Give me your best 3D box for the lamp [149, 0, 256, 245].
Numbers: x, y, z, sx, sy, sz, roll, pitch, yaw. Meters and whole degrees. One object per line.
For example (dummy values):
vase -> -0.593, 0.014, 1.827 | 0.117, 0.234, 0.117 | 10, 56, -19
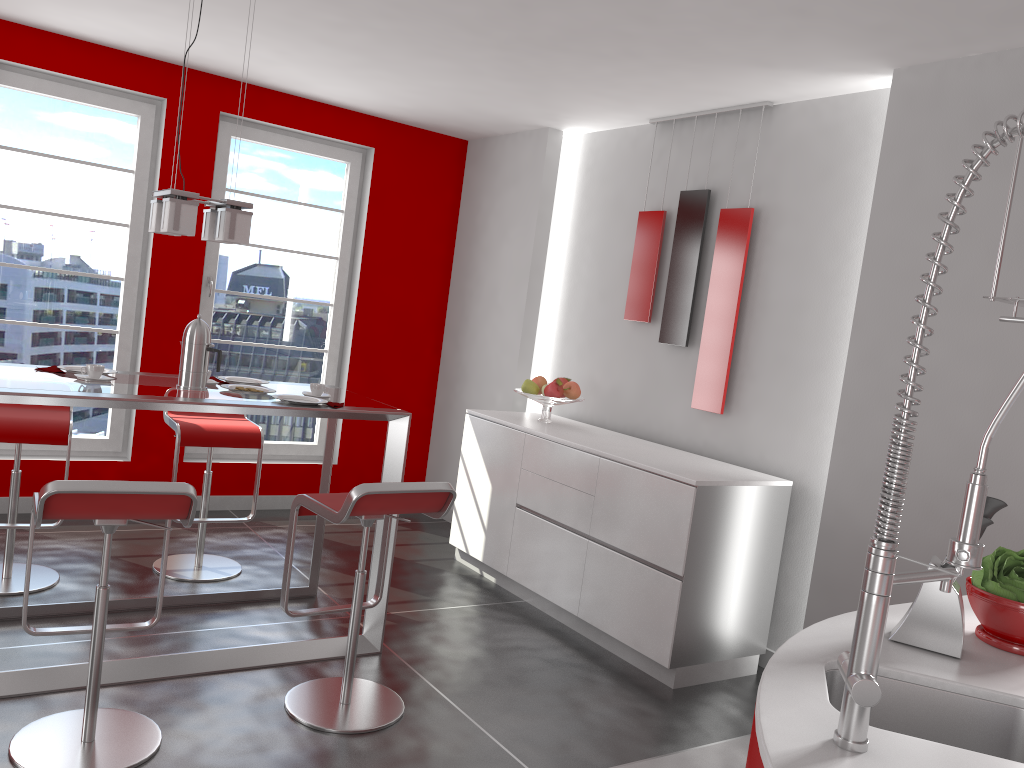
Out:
lamp -> -1.133, -1.064, 3.354 | 0.304, 1.025, 0.304 | 5, 5, -35

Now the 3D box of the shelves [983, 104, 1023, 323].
shelves -> 1.653, -0.595, 2.078 | 0.934, 1.023, 0.462 | 5, 5, -35

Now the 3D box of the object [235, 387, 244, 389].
object -> -1.089, 0.015, 3.549 | 0.034, 0.006, 0.036 | 6, 5, -23

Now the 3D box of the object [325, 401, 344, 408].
object -> -0.704, 0.076, 3.507 | 0.095, 0.012, 0.234 | 5, 5, -34

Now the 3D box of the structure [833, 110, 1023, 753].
structure -> 0.623, 0.089, 1.260 | 0.178, 0.920, 0.308 | 8, 4, 9

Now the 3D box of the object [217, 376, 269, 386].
object -> -1.159, -0.011, 3.825 | 0.217, 0.015, 0.217 | 10, 5, 31

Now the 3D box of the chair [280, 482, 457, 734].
chair -> -0.522, 0.717, 3.090 | 0.418, 0.857, 0.460 | 4, 6, -39

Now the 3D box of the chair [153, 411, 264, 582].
chair -> -1.508, 0.486, 4.371 | 0.418, 0.857, 0.460 | 5, 5, -32

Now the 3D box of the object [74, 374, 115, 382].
object -> -1.549, -0.021, 3.290 | 0.119, 0.016, 0.119 | 11, 5, 35

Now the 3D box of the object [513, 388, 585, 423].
object -> 0.196, 0.133, 4.923 | 0.398, 0.159, 0.398 | 9, 5, 15

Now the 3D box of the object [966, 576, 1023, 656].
object -> 1.099, 0.508, 1.918 | 0.228, 0.118, 0.229 | 10, 5, 26

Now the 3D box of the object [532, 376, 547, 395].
object -> 0.154, 0.007, 5.007 | 0.096, 0.105, 0.117 | 7, 4, -6

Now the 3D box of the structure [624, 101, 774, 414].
structure -> 0.898, -0.650, 4.584 | 0.040, 1.503, 0.820 | 5, 5, -35

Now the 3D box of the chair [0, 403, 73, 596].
chair -> -2.175, 0.434, 3.886 | 0.418, 0.857, 0.460 | 5, 5, -27

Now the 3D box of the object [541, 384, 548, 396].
object -> 0.207, 0.041, 4.944 | 0.086, 0.079, 0.084 | 7, 4, -7

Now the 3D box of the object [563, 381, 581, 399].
object -> 0.336, 0.036, 4.890 | 0.097, 0.101, 0.121 | 11, 5, 34

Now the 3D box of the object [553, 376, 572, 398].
object -> 0.276, 0.011, 5.001 | 0.117, 0.129, 0.150 | 9, 5, 13

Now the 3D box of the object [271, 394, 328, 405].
object -> -0.821, 0.064, 3.433 | 0.217, 0.015, 0.217 | 8, 4, 2

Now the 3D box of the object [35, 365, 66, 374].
object -> -1.776, -0.058, 3.394 | 0.095, 0.012, 0.234 | 4, 5, -36

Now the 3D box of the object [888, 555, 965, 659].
object -> 0.869, 0.450, 1.832 | 0.137, 0.178, 0.091 | 10, 5, 28

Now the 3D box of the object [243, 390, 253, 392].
object -> -1.052, 0.027, 3.535 | 0.036, 0.006, 0.034 | 6, 5, -17

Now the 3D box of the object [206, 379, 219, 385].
object -> -1.262, -0.008, 3.613 | 0.119, 0.016, 0.119 | 4, 6, -37

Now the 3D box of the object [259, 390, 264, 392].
object -> -1.021, 0.029, 3.567 | 0.034, 0.006, 0.036 | 11, 6, 39

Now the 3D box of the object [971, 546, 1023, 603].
object -> 1.098, 0.454, 1.908 | 0.198, 0.182, 0.193 | 5, 5, -29

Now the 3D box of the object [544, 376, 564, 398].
object -> 0.224, 0.019, 4.823 | 0.097, 0.133, 0.117 | 3, 6, -45

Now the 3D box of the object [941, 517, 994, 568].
object -> 0.879, 0.394, 1.793 | 0.130, 0.279, 0.012 | 10, 5, 26

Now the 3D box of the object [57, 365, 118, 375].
object -> -1.661, -0.051, 3.470 | 0.217, 0.015, 0.217 | 7, 4, -11

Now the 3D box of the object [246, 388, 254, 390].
object -> -1.049, 0.020, 3.559 | 0.036, 0.006, 0.034 | 8, 4, 2

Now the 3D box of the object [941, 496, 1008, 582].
object -> 0.902, 0.379, 1.812 | 0.150, 0.322, 0.014 | 10, 5, 26

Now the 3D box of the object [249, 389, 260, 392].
object -> -1.025, 0.025, 3.525 | 0.036, 0.006, 0.034 | 12, 6, 43

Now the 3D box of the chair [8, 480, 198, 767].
chair -> -1.211, 0.661, 2.620 | 0.418, 0.857, 0.460 | 5, 5, -30

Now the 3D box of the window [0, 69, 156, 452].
window -> -2.575, -0.634, 4.935 | 0.938, 2.038, 0.117 | 5, 5, -35

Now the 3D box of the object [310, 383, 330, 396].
object -> -0.798, 0.025, 3.670 | 0.078, 0.049, 0.062 | 5, 5, -35

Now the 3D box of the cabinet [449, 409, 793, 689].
cabinet -> 0.433, 0.721, 4.521 | 0.610, 0.880, 1.802 | 5, 5, -35

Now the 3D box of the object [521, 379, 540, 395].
object -> 0.103, 0.019, 4.869 | 0.100, 0.086, 0.083 | 9, 5, 15

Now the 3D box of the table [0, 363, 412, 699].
table -> -1.388, 0.501, 3.446 | 1.700, 1.000, 0.800 | 5, 5, -35

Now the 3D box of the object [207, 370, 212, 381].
object -> -1.266, -0.033, 3.612 | 0.078, 0.049, 0.062 | 8, 4, 5

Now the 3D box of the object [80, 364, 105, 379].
object -> -1.554, -0.046, 3.286 | 0.078, 0.049, 0.062 | 7, 5, -12

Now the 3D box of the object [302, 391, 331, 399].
object -> -0.808, 0.048, 3.667 | 0.119, 0.016, 0.119 | 6, 5, -15

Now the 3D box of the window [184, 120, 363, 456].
window -> -1.508, -0.549, 5.673 | 0.938, 2.038, 0.117 | 5, 5, -35

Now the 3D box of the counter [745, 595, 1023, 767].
counter -> 1.214, 1.070, 1.369 | 1.868, 0.880, 2.865 | 8, 4, -1

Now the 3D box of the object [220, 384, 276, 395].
object -> -1.054, 0.024, 3.546 | 0.217, 0.015, 0.217 | 8, 4, 3

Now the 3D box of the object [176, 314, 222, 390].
object -> -1.207, -0.125, 3.433 | 0.149, 0.287, 0.113 | 5, 5, -27

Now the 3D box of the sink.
sink -> 0.734, 0.657, 1.508 | 0.428, 0.172, 0.326 | 9, 5, 16

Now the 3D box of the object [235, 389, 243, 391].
object -> -1.085, 0.025, 3.510 | 0.034, 0.006, 0.036 | 7, 5, -13

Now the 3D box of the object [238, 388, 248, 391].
object -> -1.066, 0.021, 3.516 | 0.036, 0.006, 0.034 | 7, 4, -11

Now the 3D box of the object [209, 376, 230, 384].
object -> -1.274, -0.019, 3.749 | 0.095, 0.012, 0.234 | 4, 5, -36
